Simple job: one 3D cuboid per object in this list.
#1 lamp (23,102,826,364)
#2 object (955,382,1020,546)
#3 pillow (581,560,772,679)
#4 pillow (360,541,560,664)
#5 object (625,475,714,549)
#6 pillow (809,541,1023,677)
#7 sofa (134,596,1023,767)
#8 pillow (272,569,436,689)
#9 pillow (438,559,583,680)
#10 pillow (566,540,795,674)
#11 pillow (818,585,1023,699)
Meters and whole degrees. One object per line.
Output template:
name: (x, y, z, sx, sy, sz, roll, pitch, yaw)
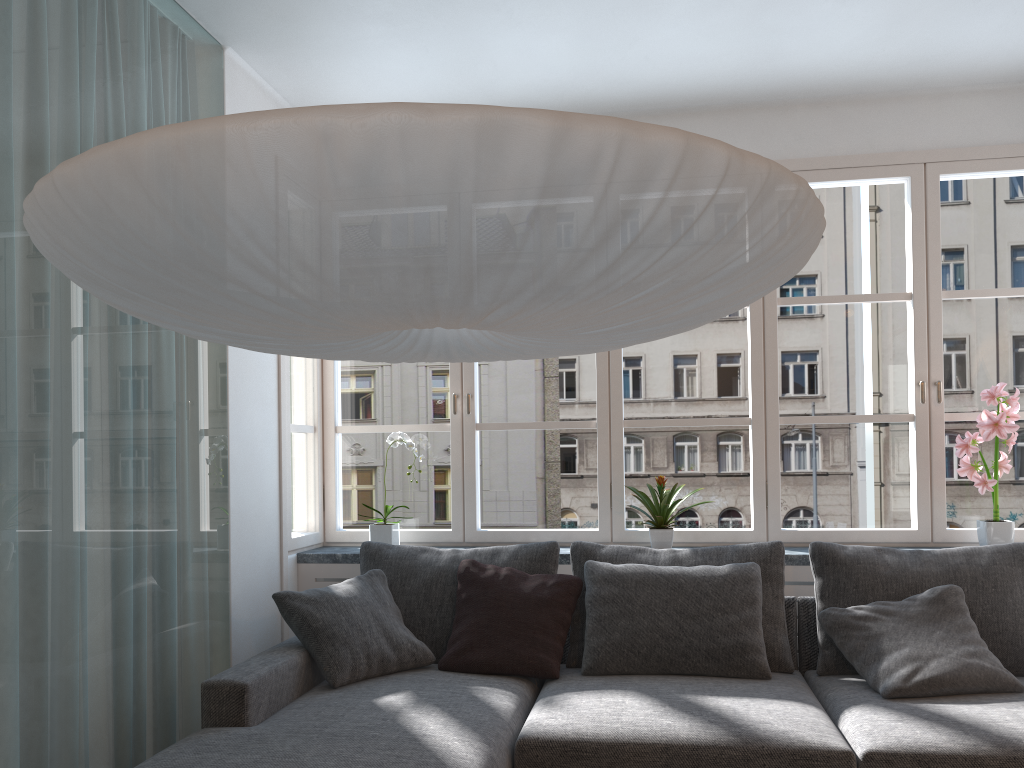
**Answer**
lamp: (-0.145, -0.179, 1.782, 1.471, 0.209, 1.474, 4, -7, -44)
object: (1.969, 0.342, 3.639, 0.201, 0.689, 0.298, -1, -1, -12)
pillow: (0.592, 0.859, 3.244, 0.667, 0.396, 0.293, -1, -2, 9)
pillow: (-0.233, 0.870, 3.510, 0.836, 0.477, 0.275, -1, -2, 9)
object: (0.676, 0.558, 3.833, 0.376, 0.328, 0.323, 0, -3, -16)
pillow: (1.529, 0.820, 3.227, 0.836, 0.476, 0.275, -1, -2, 9)
sofa: (0.546, 1.086, 2.507, 3.068, 0.670, 2.046, -2, -4, 9)
pillow: (-0.578, 0.891, 3.260, 0.515, 0.359, 0.347, 2, -4, -42)
pillow: (-0.005, 0.874, 3.315, 0.521, 0.402, 0.311, -1, -2, 11)
pillow: (0.628, 0.844, 3.383, 0.839, 0.474, 0.277, -1, -2, 9)
pillow: (1.372, 0.863, 3.008, 0.492, 0.320, 0.445, 0, -3, -9)
